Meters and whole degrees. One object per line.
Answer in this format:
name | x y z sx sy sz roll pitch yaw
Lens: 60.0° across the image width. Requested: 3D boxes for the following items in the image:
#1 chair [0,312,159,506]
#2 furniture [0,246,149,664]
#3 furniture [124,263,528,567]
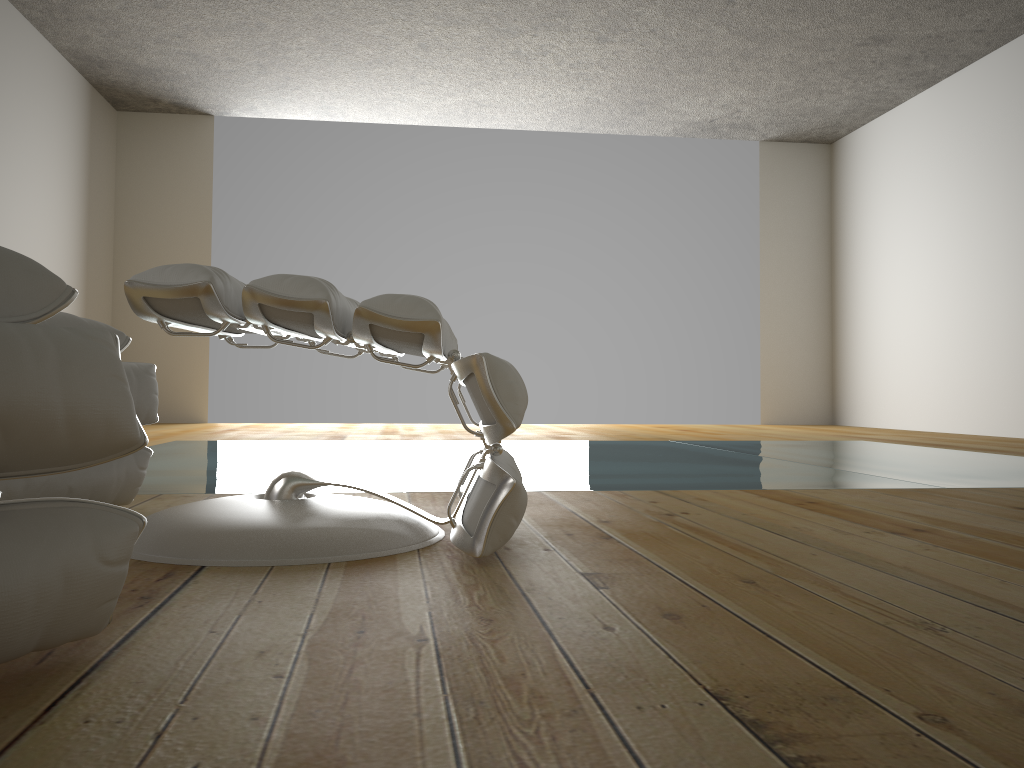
chair | -1.205 -0.231 1.681 0.914 0.970 0.569 0 -2 17
furniture | -0.759 0.025 0.740 0.686 0.440 0.569 0 -1 28
furniture | -0.320 0.038 1.515 0.686 0.440 0.569 0 -1 -1
